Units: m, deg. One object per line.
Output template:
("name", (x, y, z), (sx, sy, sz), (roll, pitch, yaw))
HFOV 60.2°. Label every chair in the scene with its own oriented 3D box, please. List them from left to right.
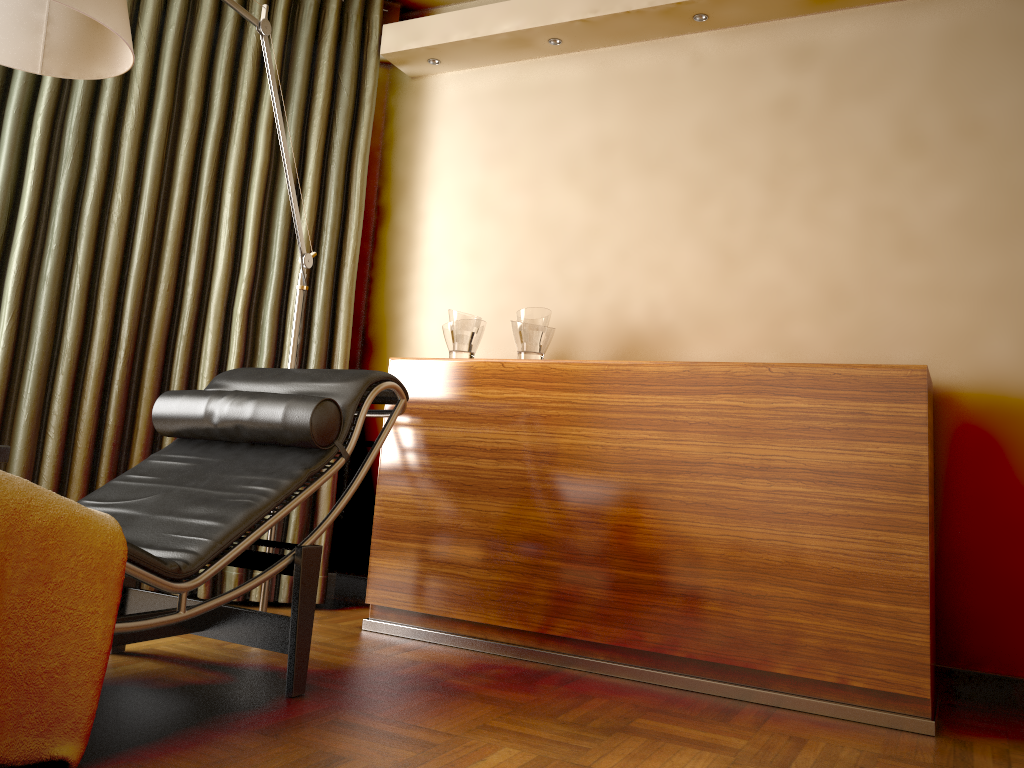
("chair", (-0.955, 0.269, 1.877), (0.635, 0.808, 1.766), (0, -7, 27))

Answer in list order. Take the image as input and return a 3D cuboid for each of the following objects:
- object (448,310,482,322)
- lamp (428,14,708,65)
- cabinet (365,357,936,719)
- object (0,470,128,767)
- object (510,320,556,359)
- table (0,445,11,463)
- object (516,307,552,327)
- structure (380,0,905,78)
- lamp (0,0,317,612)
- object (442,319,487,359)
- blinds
("object", (-0.170, -0.185, 3.111), (0.122, 0.152, 0.121), (3, -8, 9))
("lamp", (0.174, -1.319, 3.373), (1.157, 0.028, 0.049), (2, -7, 27))
("cabinet", (0.386, 0.383, 2.758), (1.674, 0.875, 0.410), (1, -10, 27))
("object", (-1.217, 0.358, 1.396), (0.917, 0.528, 0.897), (1, -7, 27))
("object", (0.066, -0.139, 2.982), (0.155, 0.156, 0.153), (2, -8, 18))
("table", (-1.626, 0.146, 2.146), (0.518, 0.046, 0.493), (3, -6, 18))
("object", (0.069, -0.178, 2.989), (0.123, 0.152, 0.121), (3, -8, 7))
("structure", (0.498, -1.363, 3.230), (2.178, 0.132, 0.270), (2, -7, 27))
("lamp", (-0.860, -0.240, 2.254), (0.451, 1.996, 1.396), (-2, -10, 31))
("object", (-0.173, -0.146, 3.105), (0.155, 0.156, 0.154), (6, -8, -16))
("blinds", (-1.338, -0.491, 3.278), (1.527, 2.489, 0.222), (7, -10, -17))
